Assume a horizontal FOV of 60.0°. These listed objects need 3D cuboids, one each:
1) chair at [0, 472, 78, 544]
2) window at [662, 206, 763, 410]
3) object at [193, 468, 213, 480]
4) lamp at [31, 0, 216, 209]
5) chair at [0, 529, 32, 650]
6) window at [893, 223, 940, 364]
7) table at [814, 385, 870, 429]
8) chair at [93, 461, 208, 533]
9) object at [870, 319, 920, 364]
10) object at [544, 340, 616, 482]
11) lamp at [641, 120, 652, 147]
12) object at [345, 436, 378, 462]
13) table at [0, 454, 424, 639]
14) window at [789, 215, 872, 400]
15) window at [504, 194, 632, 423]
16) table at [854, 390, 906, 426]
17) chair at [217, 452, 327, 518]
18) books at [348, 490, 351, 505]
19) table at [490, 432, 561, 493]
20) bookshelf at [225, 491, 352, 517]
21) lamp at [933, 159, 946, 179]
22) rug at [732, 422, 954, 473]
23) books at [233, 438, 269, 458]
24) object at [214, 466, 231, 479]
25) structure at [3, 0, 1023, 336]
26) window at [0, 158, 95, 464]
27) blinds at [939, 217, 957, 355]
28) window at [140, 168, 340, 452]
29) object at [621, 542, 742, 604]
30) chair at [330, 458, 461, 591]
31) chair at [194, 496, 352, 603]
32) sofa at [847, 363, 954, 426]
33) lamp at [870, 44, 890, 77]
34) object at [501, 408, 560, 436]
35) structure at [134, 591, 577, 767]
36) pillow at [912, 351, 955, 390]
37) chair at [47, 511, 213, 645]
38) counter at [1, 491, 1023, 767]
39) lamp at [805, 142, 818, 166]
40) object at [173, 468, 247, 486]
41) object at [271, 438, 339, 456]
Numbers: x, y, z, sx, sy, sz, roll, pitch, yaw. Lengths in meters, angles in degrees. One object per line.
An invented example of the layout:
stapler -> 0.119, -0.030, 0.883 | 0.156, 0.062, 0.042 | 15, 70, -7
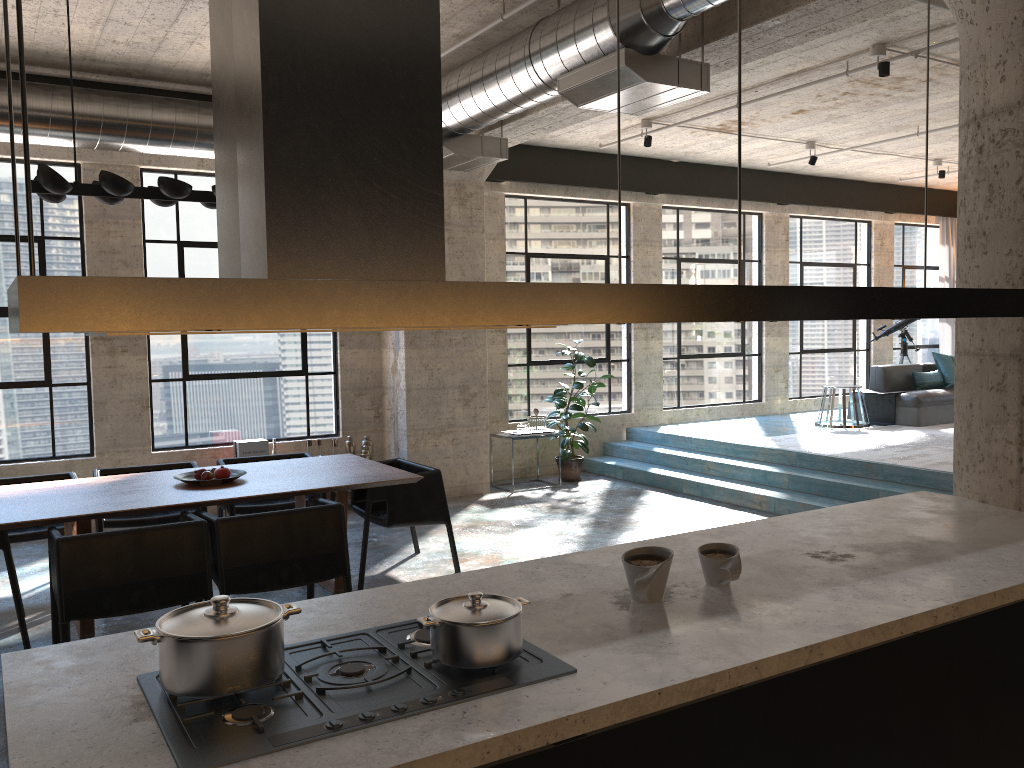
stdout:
chair -> -3.227, 1.006, 5.850 | 0.707, 0.738, 0.754 | -3, 4, -31
window -> 2.591, -0.976, 11.461 | 1.780, 2.530, 0.081 | -3, 4, -31
object -> -1.944, 0.567, 5.558 | 0.110, 0.082, 0.088 | 0, 4, 9
lamp -> -1.964, -1.754, 5.424 | 1.813, 1.327, 0.583 | -3, 4, -31
chair -> -3.100, 1.068, 4.864 | 0.754, 0.738, 0.707 | -3, 4, -31
window -> 6.434, -1.190, 13.770 | 1.780, 2.530, 0.081 | -3, 4, -31
table -> 3.911, 0.257, 10.504 | 0.620, 0.472, 0.620 | -3, 4, -28
chair -> -2.559, 0.968, 6.274 | 0.707, 0.738, 0.754 | -3, 4, -26
object -> 5.452, -0.358, 12.486 | 0.595, 1.406, 0.617 | -3, 4, -30
object -> 0.675, 0.293, 9.687 | 0.514, 1.552, 0.886 | -5, 5, -44
lamp -> 1.308, -2.415, 8.555 | 0.107, 0.236, 0.145 | 2, 5, 42
object -> -1.384, 0.653, 8.550 | 0.415, 0.333, 0.248 | -1, 4, 5
table -> -1.918, 0.992, 5.589 | 2.410, 0.756, 1.299 | -3, 4, -31
window -> 4.512, -1.083, 12.615 | 1.780, 2.530, 0.081 | -3, 4, -31
window -> 0.669, -0.869, 10.306 | 1.780, 2.530, 0.081 | -3, 4, -31
table -> 4.423, 0.285, 10.666 | 0.413, 0.390, 0.420 | -3, 4, -31
chair -> -1.809, 0.930, 6.666 | 0.707, 0.738, 0.754 | -3, 4, -26
books -> -1.377, 1.021, 8.585 | 0.393, 0.263, 0.274 | -2, 4, -21
table -> 0.145, 0.806, 9.391 | 0.600, 0.563, 0.450 | -3, 4, -31
bookshelf -> -1.840, 1.016, 8.328 | 1.600, 0.347, 0.350 | -3, 4, -31
lamp -> 5.252, -2.640, 10.910 | 0.143, 0.223, 0.107 | -1, 4, 3
rug -> 6.386, 0.476, 10.042 | 7.768, 0.032, 2.954 | -3, 4, -31
books -> -2.356, 0.690, 8.005 | 0.277, 0.362, 0.191 | -3, 4, -31
object -> -1.875, 0.559, 5.578 | 0.219, 0.097, 0.100 | 0, 4, 13
structure -> 0.395, -1.208, 2.376 | 3.117, 2.100, 0.538 | -3, 4, -31
window -> -7.064, -0.438, 5.658 | 7.902, 2.530, 0.081 | -3, 4, -31
blinds -> 7.106, -1.262, 13.800 | 1.131, 2.985, 0.384 | -3, 4, -31
window -> -2.522, -0.691, 8.388 | 1.780, 2.530, 0.081 | -3, 4, -31
object -> 0.464, 0.516, 2.436 | 0.437, 0.133, 0.188 | -3, 4, -30
chair -> -0.856, 0.942, 6.222 | 0.754, 0.738, 0.707 | -3, 4, -31
chair -> -1.343, 1.032, 4.959 | 0.707, 0.738, 0.754 | -3, 4, -31
sofa -> 5.315, 0.082, 11.186 | 2.063, 0.680, 1.019 | -3, 4, -31
lamp -> 2.633, -2.304, 6.339 | 0.141, 0.215, 0.107 | 2, 5, 41
object -> 0.193, 0.399, 9.360 | 0.546, 0.253, 0.327 | -3, 4, -31
structure -> -0.343, 0.537, 1.909 | 0.833, 0.187, 0.506 | -3, 4, -31
pillow -> 5.433, -0.177, 11.221 | 1.042, 0.466, 0.349 | -2, 4, -21
chair -> -1.976, 1.067, 4.589 | 0.707, 0.738, 0.754 | -3, 4, -31
counter -> 0.557, 0.596, 2.556 | 3.500, 0.046, 1.000 | -3, 4, -31
lamp -> 3.288, -2.516, 9.722 | 0.144, 0.252, 0.107 | 3, 5, 43
object -> -1.889, 0.574, 5.559 | 0.435, 0.079, 0.435 | -1, 4, 5
object -> -1.907, 0.662, 8.287 | 0.703, 0.365, 0.199 | -2, 4, -20
